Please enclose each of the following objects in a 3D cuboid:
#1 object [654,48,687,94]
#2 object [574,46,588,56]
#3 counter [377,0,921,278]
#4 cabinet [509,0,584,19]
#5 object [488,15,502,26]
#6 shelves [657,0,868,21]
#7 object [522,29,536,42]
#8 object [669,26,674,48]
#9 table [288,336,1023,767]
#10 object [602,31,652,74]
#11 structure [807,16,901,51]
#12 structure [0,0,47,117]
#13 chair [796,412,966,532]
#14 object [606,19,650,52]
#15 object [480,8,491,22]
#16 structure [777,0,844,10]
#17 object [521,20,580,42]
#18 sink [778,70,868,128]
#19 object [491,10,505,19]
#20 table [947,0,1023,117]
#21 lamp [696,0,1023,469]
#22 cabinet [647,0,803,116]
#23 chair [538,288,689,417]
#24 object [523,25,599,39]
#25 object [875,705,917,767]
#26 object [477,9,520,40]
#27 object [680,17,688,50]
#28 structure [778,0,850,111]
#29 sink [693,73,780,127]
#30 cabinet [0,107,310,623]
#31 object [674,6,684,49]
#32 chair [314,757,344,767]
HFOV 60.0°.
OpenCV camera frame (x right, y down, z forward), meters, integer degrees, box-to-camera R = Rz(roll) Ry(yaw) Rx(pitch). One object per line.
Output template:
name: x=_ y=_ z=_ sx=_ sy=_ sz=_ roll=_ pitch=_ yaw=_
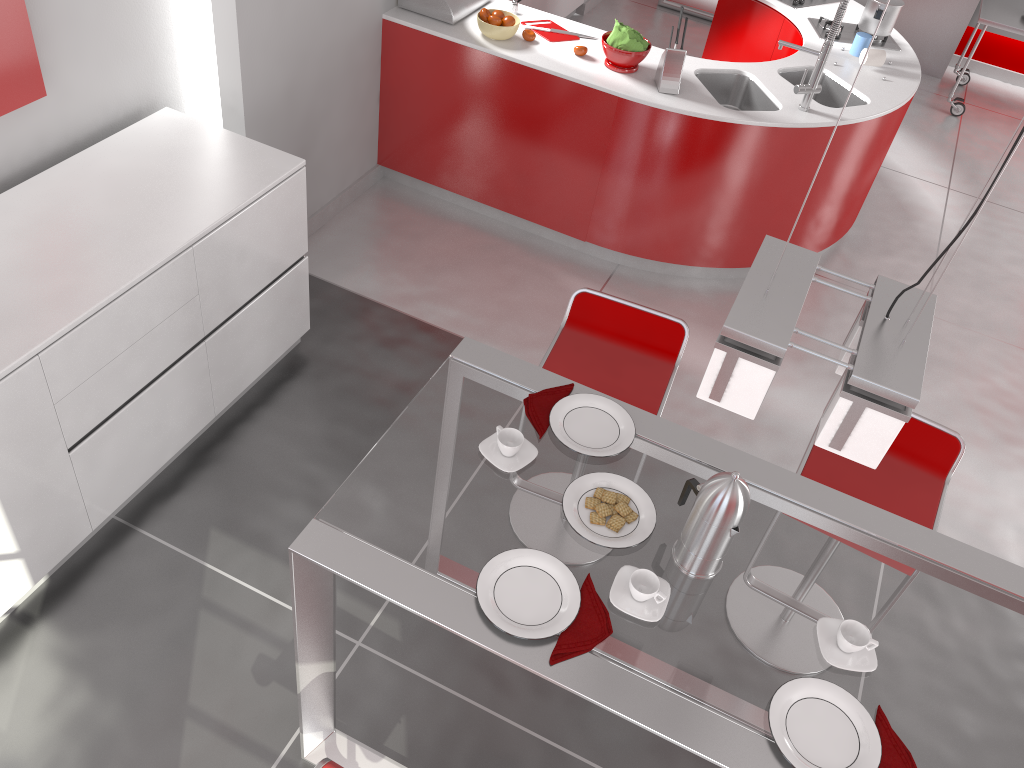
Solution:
object: x=0.706 y=-1.402 z=3.930 sx=0.091 sy=0.178 sz=0.137 roll=4 pitch=43 yaw=-7
object: x=0.318 y=-1.545 z=4.103 sx=0.064 sy=0.048 sz=0.063 roll=8 pitch=43 yaw=-3
counter: x=0.854 y=-1.425 z=4.764 sx=2.865 sy=0.880 sz=1.868 roll=-18 pitch=50 yaw=-27
cabinet: x=-0.103 y=-2.996 z=5.391 sx=0.614 sy=2.026 sz=2.398 roll=23 pitch=44 yaw=13
object: x=-0.078 y=-1.676 z=4.094 sx=0.065 sy=0.052 sz=0.062 roll=12 pitch=43 yaw=2
shelves: x=2.137 y=-3.705 z=6.163 sx=1.735 sy=2.599 sz=0.535 roll=23 pitch=44 yaw=13
object: x=0.079 y=-1.628 z=4.147 sx=0.065 sy=0.047 sz=0.063 roll=23 pitch=44 yaw=13
object: x=0.688 y=-1.462 z=3.898 sx=0.009 sy=0.197 sz=0.091 roll=3 pitch=43 yaw=-8
table: x=0.403 y=0.786 z=2.251 sx=1.700 sy=1.000 sz=0.800 roll=23 pitch=44 yaw=13
object: x=0.511 y=-1.508 z=4.052 sx=0.229 sy=0.118 sz=0.228 roll=3 pitch=43 yaw=-8
structure: x=1.856 y=-1.911 z=4.802 sx=0.457 sy=0.037 sz=0.303 roll=6 pitch=43 yaw=-5
structure: x=-1.537 y=-1.218 z=2.000 sx=0.040 sy=1.503 sz=0.820 roll=23 pitch=44 yaw=13
chair: x=1.009 y=0.493 z=2.786 sx=0.418 sy=0.857 sz=0.460 roll=26 pitch=45 yaw=16
object: x=0.528 y=-1.543 z=4.013 sx=0.198 sy=0.182 sz=0.193 roll=27 pitch=45 yaw=17
object: x=-0.123 y=-1.712 z=4.116 sx=0.055 sy=0.058 sz=0.066 roll=13 pitch=43 yaw=2
structure: x=1.688 y=-2.276 z=5.154 sx=0.457 sy=0.037 sz=0.303 roll=-21 pitch=52 yaw=-29
object: x=0.184 y=-1.702 z=4.274 sx=0.168 sy=0.006 sz=0.266 roll=-24 pitch=53 yaw=-31
sink: x=1.477 y=-1.351 z=4.318 sx=0.326 sy=0.172 sz=0.428 roll=-13 pitch=48 yaw=-24
object: x=-0.065 y=-1.717 z=4.139 sx=0.066 sy=0.049 sz=0.062 roll=21 pitch=44 yaw=11
table: x=3.966 y=-2.116 z=6.253 sx=1.627 sy=0.682 sz=0.749 roll=24 pitch=45 yaw=14
lamp: x=0.569 y=-0.377 z=1.182 sx=0.304 sy=1.025 sz=0.304 roll=23 pitch=44 yaw=13
cabinet: x=0.633 y=-1.575 z=4.831 sx=1.875 sy=0.761 sz=1.025 roll=-9 pitch=46 yaw=-19
chair: x=0.261 y=0.172 z=2.976 sx=0.418 sy=0.857 sz=0.460 roll=20 pitch=44 yaw=9
object: x=0.241 y=-1.697 z=4.270 sx=0.375 sy=0.008 sz=0.041 roll=7 pitch=43 yaw=-4
object: x=0.712 y=0.714 z=1.646 sx=0.095 sy=0.012 sz=0.234 roll=22 pitch=44 yaw=12
object: x=-0.066 y=-1.660 z=4.124 sx=0.201 sy=0.086 sz=0.201 roll=24 pitch=45 yaw=14
object: x=0.741 y=-1.457 z=3.906 sx=0.012 sy=0.279 sz=0.130 roll=3 pitch=43 yaw=-8
structure: x=1.368 y=-1.623 z=3.753 sx=0.308 sy=0.920 sz=0.178 roll=-10 pitch=47 yaw=-21
sink: x=1.024 y=-1.281 z=4.155 sx=0.326 sy=0.172 sz=0.428 roll=-4 pitch=45 yaw=-15
cabinet: x=-1.441 y=-0.068 z=2.877 sx=0.610 sy=0.880 sz=1.802 roll=23 pitch=44 yaw=13
object: x=0.716 y=-1.476 z=3.898 sx=0.014 sy=0.322 sz=0.150 roll=3 pitch=43 yaw=-8
chair: x=-0.335 y=1.157 z=1.818 sx=0.418 sy=0.857 sz=0.460 roll=25 pitch=45 yaw=15
